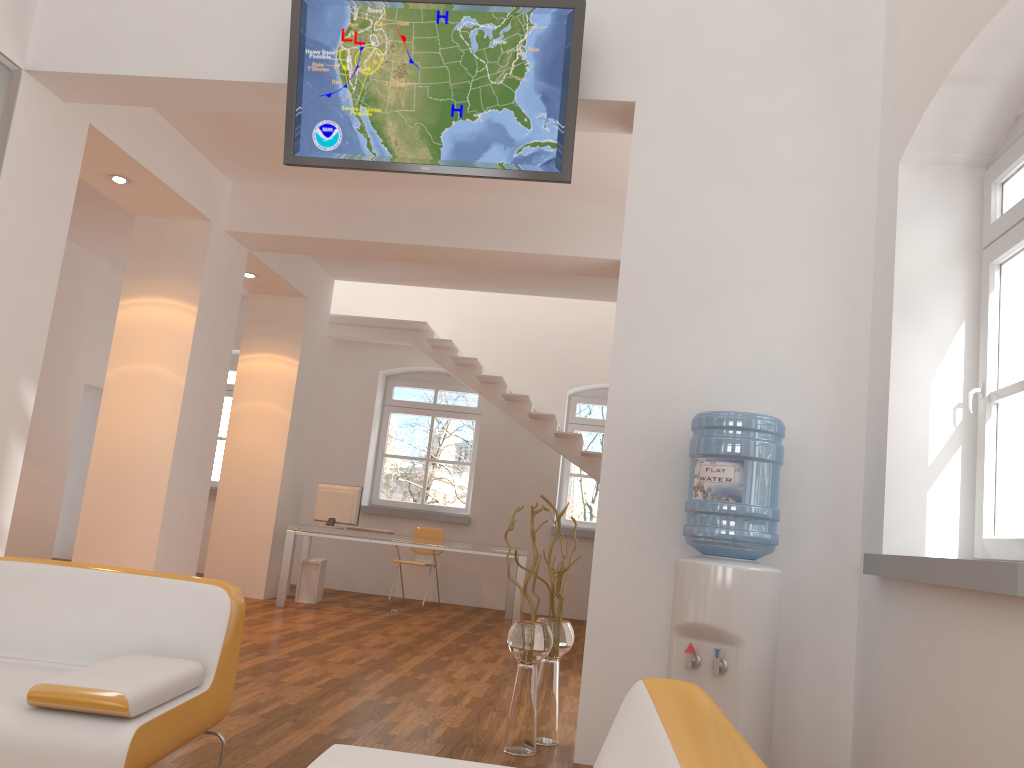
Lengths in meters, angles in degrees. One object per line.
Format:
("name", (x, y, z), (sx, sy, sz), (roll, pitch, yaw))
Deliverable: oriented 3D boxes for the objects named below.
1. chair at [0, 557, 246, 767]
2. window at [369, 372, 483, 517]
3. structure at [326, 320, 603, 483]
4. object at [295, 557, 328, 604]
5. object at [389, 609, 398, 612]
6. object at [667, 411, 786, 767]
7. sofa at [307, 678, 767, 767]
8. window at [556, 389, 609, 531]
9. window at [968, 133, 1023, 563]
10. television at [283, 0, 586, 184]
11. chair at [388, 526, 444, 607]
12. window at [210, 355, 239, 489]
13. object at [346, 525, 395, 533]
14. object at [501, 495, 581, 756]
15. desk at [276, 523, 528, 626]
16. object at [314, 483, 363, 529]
("chair", (-1.399, 0.893, 2.630), (0.923, 0.661, 0.825), (6, -9, 2))
("window", (-1.013, 0.712, 10.909), (1.308, 1.737, 0.142), (5, -9, 7))
("structure", (-0.269, 0.796, 8.698), (4.630, 3.042, 3.450), (5, -9, 7))
("object", (-2.008, 1.967, 8.887), (0.200, 0.422, 0.474), (7, -9, -3))
("object", (-1.166, 2.234, 8.737), (0.054, 0.035, 0.115), (4, -10, 17))
("object", (0.851, 0.870, 3.535), (0.436, 1.490, 0.436), (8, -9, -8))
("sofa", (-0.090, 0.784, 1.038), (0.825, 0.661, 2.010), (5, -9, 5))
("window", (1.254, 0.920, 10.631), (1.308, 1.737, 0.142), (5, -9, 7))
("window", (1.805, -0.203, 2.903), (0.142, 1.627, 1.302), (5, -9, 7))
("television", (-0.381, -1.403, 4.172), (1.388, 0.803, 0.266), (5, -9, 7))
("chair", (-1.028, 1.978, 9.675), (0.495, 0.829, 0.464), (3, -10, 22))
("window", (-3.393, 0.494, 11.200), (1.308, 1.737, 0.142), (5, -9, 7))
("object", (-1.439, 1.477, 9.014), (0.467, 0.031, 0.200), (4, -10, 17))
("object", (0.167, 1.081, 4.123), (0.284, 1.112, 0.655), (2, -10, 28))
("desk", (-1.040, 1.873, 8.725), (2.239, 0.750, 1.092), (7, -9, -3))
("object", (-1.743, 1.190, 8.666), (0.516, 0.418, 0.245), (0, -11, 36))
